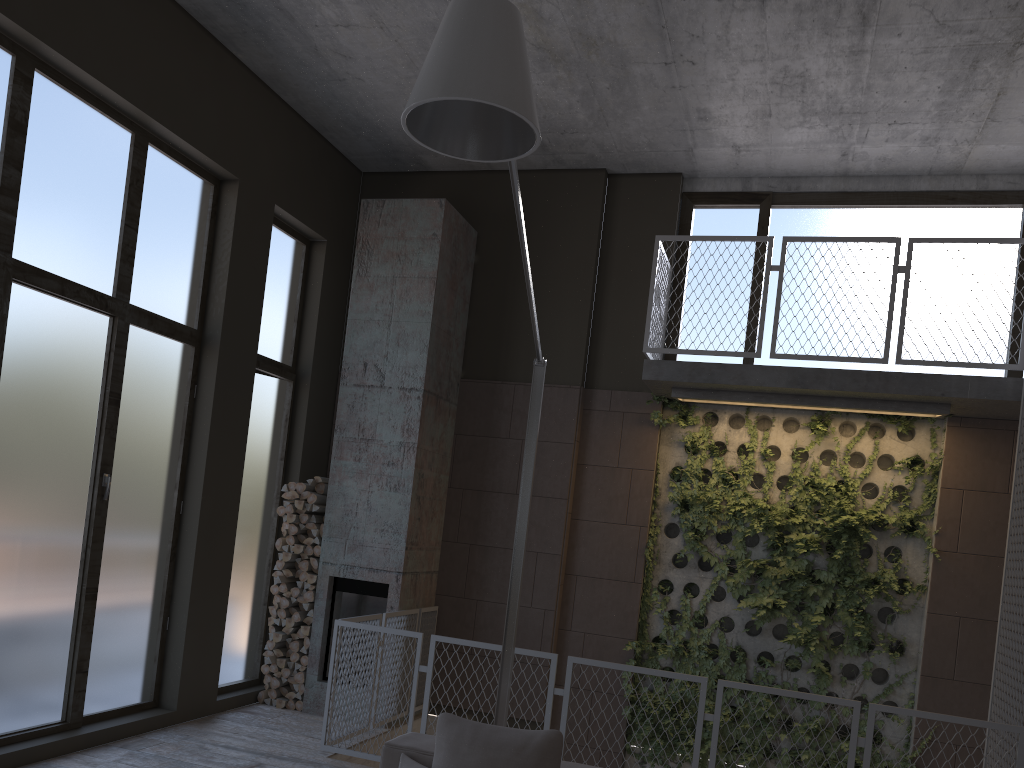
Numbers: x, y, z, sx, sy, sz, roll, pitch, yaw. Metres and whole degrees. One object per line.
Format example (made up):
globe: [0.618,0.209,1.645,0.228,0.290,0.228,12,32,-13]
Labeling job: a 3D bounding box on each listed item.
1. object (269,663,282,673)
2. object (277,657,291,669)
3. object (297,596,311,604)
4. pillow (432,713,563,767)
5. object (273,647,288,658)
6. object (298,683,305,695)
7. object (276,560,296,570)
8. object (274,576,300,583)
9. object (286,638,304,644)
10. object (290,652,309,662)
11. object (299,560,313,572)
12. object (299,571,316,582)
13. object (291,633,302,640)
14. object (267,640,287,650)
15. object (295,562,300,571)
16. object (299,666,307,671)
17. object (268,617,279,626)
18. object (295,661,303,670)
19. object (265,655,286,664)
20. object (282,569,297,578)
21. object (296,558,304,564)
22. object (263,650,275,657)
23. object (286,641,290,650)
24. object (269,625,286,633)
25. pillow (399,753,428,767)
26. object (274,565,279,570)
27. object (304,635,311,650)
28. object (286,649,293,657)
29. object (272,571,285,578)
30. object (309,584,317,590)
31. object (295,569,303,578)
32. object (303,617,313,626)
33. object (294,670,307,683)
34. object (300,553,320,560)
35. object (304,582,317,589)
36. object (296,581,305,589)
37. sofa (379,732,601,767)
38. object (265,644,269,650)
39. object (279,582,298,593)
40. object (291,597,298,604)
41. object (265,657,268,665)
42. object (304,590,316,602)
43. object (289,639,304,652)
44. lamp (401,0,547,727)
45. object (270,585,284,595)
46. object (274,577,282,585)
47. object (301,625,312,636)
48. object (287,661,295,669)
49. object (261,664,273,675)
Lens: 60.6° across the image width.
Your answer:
object: [-2.043,2.560,7.995,0.090,0.088,0.462,5,-9,19]
object: [-1.963,2.508,7.953,0.093,0.083,0.487,5,-9,19]
object: [-1.792,1.938,7.913,0.121,0.067,0.369,4,-9,19]
pillow: [-0.095,1.676,3.636,0.561,0.554,0.223,5,-2,20]
object: [-2.011,2.436,7.997,0.114,0.078,0.442,4,-9,19]
object: [-1.785,2.705,7.851,0.063,0.124,0.370,6,-8,20]
object: [-1.980,1.647,7.984,0.090,0.088,0.462,5,-9,20]
object: [-1.991,1.762,7.908,0.071,0.072,0.429,5,-9,19]
object: [-1.920,2.304,7.939,0.064,0.073,0.365,5,-9,20]
object: [-1.846,2.447,7.928,0.092,0.092,0.444,5,-9,19]
object: [-1.798,1.626,7.875,0.098,0.106,0.299,5,-8,17]
object: [-1.765,1.739,7.938,0.092,0.092,0.444,5,-9,19]
object: [-1.866,2.264,7.897,0.088,0.056,0.338,4,-9,19]
object: [-2.060,2.355,7.974,0.090,0.088,0.462,5,-9,20]
object: [-1.868,1.670,8.037,0.103,0.101,0.296,5,-8,19]
object: [-1.800,2.513,7.790,0.062,0.047,0.254,5,-9,17]
object: [-2.082,2.154,8.033,0.079,0.106,0.443,5,-9,18]
object: [-1.815,2.525,7.908,0.067,0.066,0.429,5,-9,19]
object: [-2.071,2.469,7.898,0.071,0.072,0.429,5,-9,19]
object: [-1.931,1.729,8.006,0.114,0.078,0.442,4,-9,19]
object: [-1.840,1.597,7.949,0.064,0.073,0.365,5,-9,20]
object: [-2.117,2.439,7.990,0.121,0.067,0.369,4,-9,17]
object: [-1.949,2.378,8.027,0.103,0.101,0.296,5,-8,19]
object: [-2.102,2.255,8.045,0.070,0.117,0.370,6,-8,18]
pillow: [-0.398,1.779,3.692,0.152,0.374,0.368,8,-5,-39]
object: [-2.030,1.668,8.029,0.067,0.070,0.430,5,-9,19]
object: [-1.740,2.307,7.856,0.063,0.124,0.370,6,-8,20]
object: [-1.910,2.432,7.976,0.101,0.086,0.368,5,-9,19]
object: [-2.036,1.731,8.000,0.121,0.067,0.369,4,-9,17]
object: [-1.720,1.806,7.800,0.062,0.047,0.254,5,-9,17]
object: [-1.830,1.724,7.986,0.101,0.086,0.368,5,-9,19]
object: [-1.727,2.127,7.923,0.114,0.078,0.442,4,-9,17]
object: [-1.816,2.587,7.792,0.100,0.102,0.297,5,-8,17]
object: [-1.786,1.557,7.907,0.088,0.056,0.338,4,-9,19]
object: [-1.734,1.818,7.917,0.067,0.066,0.429,5,-9,19]
object: [-1.811,1.815,7.942,0.067,0.066,0.429,5,-9,19]
sofa: [0.444,1.840,2.339,2.986,0.778,3.060,4,-9,18]
object: [-2.110,2.376,8.020,0.067,0.070,0.430,5,-9,19]
object: [-1.963,1.852,8.005,0.090,0.088,0.462,5,-9,19]
object: [-1.889,1.946,7.947,0.064,0.073,0.365,5,-9,16]
object: [-2.107,2.514,7.996,0.066,0.084,0.432,5,-9,21]
object: [-1.735,1.879,7.801,0.100,0.102,0.297,5,-8,17]
object: [-1.878,2.333,7.865,0.098,0.106,0.299,5,-8,17]
lamp: [-0.032,0.719,3.841,0.755,3.398,2.656,6,-4,6]
object: [-2.050,1.875,8.027,0.091,0.091,0.444,5,-9,19]
object: [-2.027,1.807,8.006,0.066,0.084,0.432,5,-9,21]
object: [-1.736,2.202,7.897,0.093,0.083,0.487,5,-9,19]
object: [-1.892,2.523,7.932,0.067,0.066,0.429,5,-9,19]
object: [-2.130,2.583,8.017,0.091,0.091,0.444,5,-9,19]
